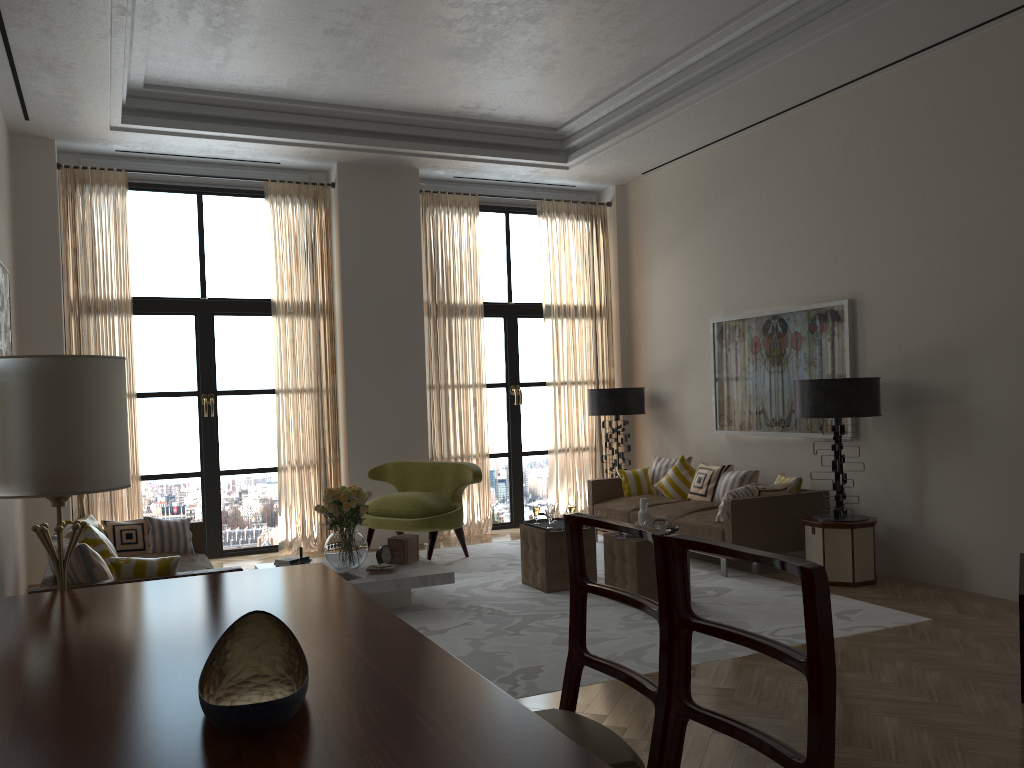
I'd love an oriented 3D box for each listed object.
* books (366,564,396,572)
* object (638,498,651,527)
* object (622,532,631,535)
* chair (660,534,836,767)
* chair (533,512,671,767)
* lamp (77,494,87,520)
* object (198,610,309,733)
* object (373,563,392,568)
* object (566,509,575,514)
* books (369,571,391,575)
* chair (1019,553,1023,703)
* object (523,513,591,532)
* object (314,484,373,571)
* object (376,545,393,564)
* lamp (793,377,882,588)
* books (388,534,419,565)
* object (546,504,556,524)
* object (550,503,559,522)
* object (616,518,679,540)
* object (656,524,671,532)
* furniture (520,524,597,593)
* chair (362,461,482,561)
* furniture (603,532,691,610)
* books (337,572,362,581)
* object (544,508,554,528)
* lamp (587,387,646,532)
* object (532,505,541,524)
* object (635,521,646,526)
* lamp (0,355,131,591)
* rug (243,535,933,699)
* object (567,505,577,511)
[{"bbox_3d":[-1.232,1.732,8.353,0.255,0.026,0.202,-2,-1,0],"label":"books"},{"bbox_3d":[1.268,1.251,8.499,0.113,0.305,0.125,-2,1,12],"label":"object"},{"bbox_3d":[1.105,1.357,8.195,0.176,0.067,0.176,-2,-1,41],"label":"object"},{"bbox_3d":[0.343,1.222,2.373,0.877,1.506,0.656,-2,1,-25],"label":"chair"},{"bbox_3d":[0.062,1.240,2.957,0.877,1.506,0.656,-2,1,-25],"label":"chair"},{"bbox_3d":[-4.546,1.107,9.355,0.768,2.255,0.767,-2,1,28],"label":"lamp"},{"bbox_3d":[-0.812,0.916,2.800,0.331,0.164,1.083,-2,-1,-14],"label":"object"},{"bbox_3d":[-1.224,1.711,8.363,0.139,0.019,0.137,-1,-1,-40],"label":"object"},{"bbox_3d":[0.585,1.341,8.814,0.098,0.192,0.098,-2,1,-25],"label":"object"},{"bbox_3d":[-1.241,1.757,8.348,0.197,0.025,0.256,-2,-1,-7],"label":"books"},{"bbox_3d":[3.710,1.337,5.595,0.877,1.136,1.134,-2,0,30],"label":"chair"},{"bbox_3d":[0.456,1.408,9.070,0.491,0.092,0.802,-2,-1,-25],"label":"object"},{"bbox_3d":[-1.572,1.383,8.514,0.539,0.822,0.627,-2,0,-29],"label":"object"},{"bbox_3d":[-1.238,1.668,8.609,0.082,0.209,0.204,-2,0,26],"label":"object"},{"bbox_3d":[3.282,0.956,8.897,0.829,2.019,0.830,-2,1,-24],"label":"lamp"},{"bbox_3d":[-1.077,1.639,8.798,0.210,0.264,0.281,-2,0,26],"label":"books"},{"bbox_3d":[0.409,1.353,9.207,0.098,0.192,0.098,-2,1,-25],"label":"object"},{"bbox_3d":[0.448,1.353,9.345,0.098,0.192,0.098,-2,1,23],"label":"object"},{"bbox_3d":[1.276,1.359,8.313,0.441,0.101,0.720,-2,-1,29],"label":"object"},{"bbox_3d":[1.413,1.363,8.365,0.176,0.067,0.176,-2,-1,-26],"label":"object"},{"bbox_3d":[0.472,1.755,9.080,0.613,0.616,0.614,-2,0,-25],"label":"furniture"},{"bbox_3d":[-1.206,1.571,10.706,1.791,1.214,1.029,-2,0,33],"label":"chair"},{"bbox_3d":[1.260,1.717,8.308,0.613,0.616,0.614,-2,0,-25],"label":"furniture"},{"bbox_3d":[-1.603,1.759,8.099,0.384,0.038,0.281,-3,-1,38],"label":"books"},{"bbox_3d":[0.376,1.349,8.890,0.098,0.192,0.098,-2,0,1],"label":"object"},{"bbox_3d":[1.526,1.070,12.746,0.829,2.019,0.829,-2,1,-20],"label":"lamp"},{"bbox_3d":[0.253,1.358,9.215,0.098,0.192,0.098,-2,1,-42],"label":"object"},{"bbox_3d":[1.186,1.351,8.363,0.176,0.105,0.136,-2,0,-28],"label":"object"},{"bbox_3d":[-2.603,0.980,5.116,0.768,2.255,0.767,-2,1,32],"label":"lamp"},{"bbox_3d":[-0.238,2.048,8.740,5.515,0.065,5.733,-2,-1,-25],"label":"rug"},{"bbox_3d":[0.620,1.345,9.140,0.098,0.192,0.098,-2,0,1],"label":"object"}]
